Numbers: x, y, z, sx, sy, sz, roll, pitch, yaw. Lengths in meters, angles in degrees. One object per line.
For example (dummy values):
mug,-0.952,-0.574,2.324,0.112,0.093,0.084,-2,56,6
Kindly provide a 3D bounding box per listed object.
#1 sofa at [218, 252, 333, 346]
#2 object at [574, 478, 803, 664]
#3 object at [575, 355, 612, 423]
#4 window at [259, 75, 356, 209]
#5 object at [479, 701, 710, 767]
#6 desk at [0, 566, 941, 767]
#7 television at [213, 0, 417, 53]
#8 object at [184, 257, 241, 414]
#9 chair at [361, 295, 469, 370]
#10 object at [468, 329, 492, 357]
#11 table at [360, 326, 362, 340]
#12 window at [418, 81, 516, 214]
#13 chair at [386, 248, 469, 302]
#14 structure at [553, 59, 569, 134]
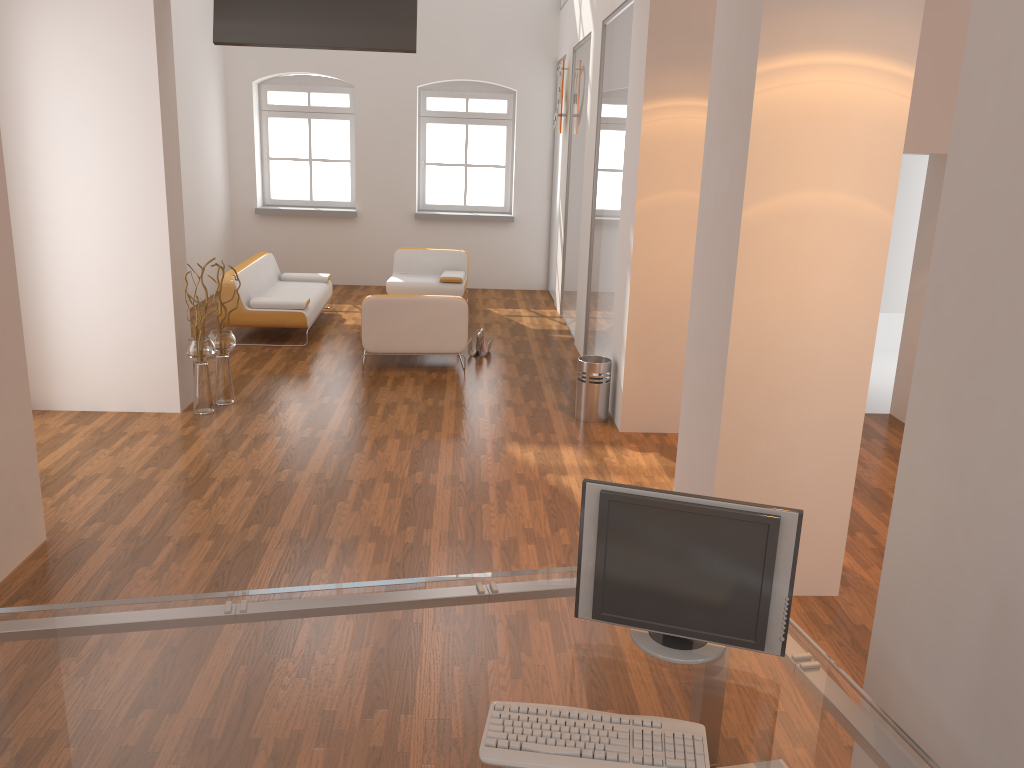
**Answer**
sofa,-2.430,-0.947,9.358,0.825,0.661,2.010,1,15,-5
object,0.445,0.453,2.226,0.516,0.418,0.245,10,17,26
object,0.601,0.035,6.562,0.248,0.450,0.248,15,20,39
window,-2.728,-3.251,11.962,1.308,1.737,0.142,1,15,-3
object,0.173,0.745,1.856,0.467,0.031,0.200,4,15,7
desk,-0.312,1.065,2.102,2.239,0.750,1.092,-1,16,-13
television,-1.353,-2.739,6.145,1.388,0.803,0.266,1,15,-3
object,-2.188,-0.341,6.317,0.284,1.112,0.655,7,16,17
chair,-0.889,-0.535,8.047,0.923,0.661,0.825,0,15,-8
object,-0.306,-0.397,8.469,0.189,0.217,0.281,4,15,6
table,-1.039,-0.639,9.379,1.000,0.150,1.000,1,15,-3
window,-0.626,-3.206,12.074,1.308,1.737,0.142,1,15,-3
chair,-1.007,-1.266,10.709,0.923,0.661,0.825,2,15,0
structure,0.577,-3.298,10.203,0.125,0.800,0.605,1,15,-3
